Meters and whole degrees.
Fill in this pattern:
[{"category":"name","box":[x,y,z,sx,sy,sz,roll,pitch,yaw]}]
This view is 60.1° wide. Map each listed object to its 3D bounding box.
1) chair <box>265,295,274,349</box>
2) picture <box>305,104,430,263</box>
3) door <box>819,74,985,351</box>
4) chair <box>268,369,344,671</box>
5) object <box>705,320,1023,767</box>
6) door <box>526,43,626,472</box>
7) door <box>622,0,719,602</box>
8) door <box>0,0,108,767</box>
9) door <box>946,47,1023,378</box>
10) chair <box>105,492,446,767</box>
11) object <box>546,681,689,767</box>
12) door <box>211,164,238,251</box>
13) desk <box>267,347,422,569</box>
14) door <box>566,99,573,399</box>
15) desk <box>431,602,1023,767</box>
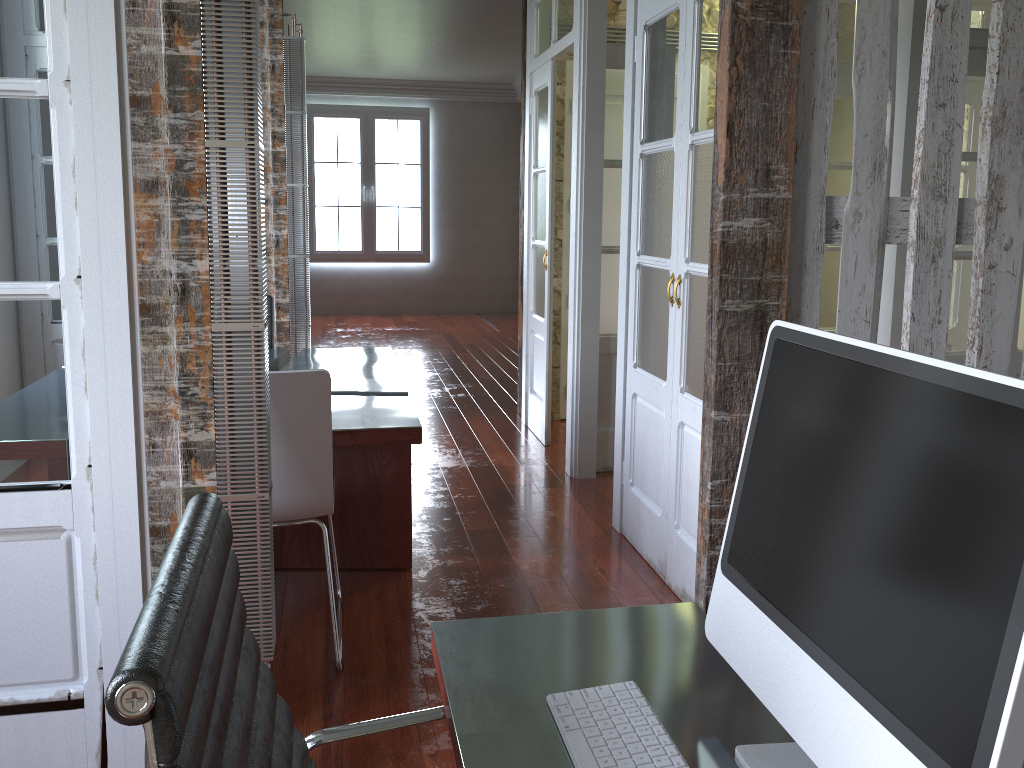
[{"category":"chair","box":[-1.378,0.053,4.266,0.475,0.912,0.606,-1,9,-11]},{"category":"picture","box":[-1.839,-2.546,11.335,1.580,1.973,0.128,-1,8,-11]},{"category":"door","box":[2.085,-0.617,4.886,1.077,2.070,0.041,-1,8,-11]},{"category":"chair","box":[-0.762,0.363,2.699,0.475,0.912,0.606,-1,9,-11]},{"category":"object","box":[0.368,0.202,0.904,0.189,0.481,0.488,-1,10,-11]},{"category":"door","box":[0.282,-0.692,4.915,0.483,2.165,1.194,-5,10,-36]},{"category":"door","box":[0.594,-0.341,3.109,0.041,2.163,1.066,-1,9,-11]},{"category":"door","box":[-1.458,-0.123,1.871,1.160,2.165,0.041,-1,8,-11]},{"category":"door","box":[2.261,-0.455,4.058,1.077,2.070,0.041,-1,8,-11]},{"category":"chair","box":[-0.045,0.652,0.969,0.699,1.015,0.671,0,9,-7]},{"category":"object","box":[0.142,0.432,0.919,0.118,0.017,0.442,-1,11,-11]},{"category":"door","box":[-2.052,-0.714,4.895,1.160,2.165,0.041,-1,8,-11]},{"category":"desk","box":[-1.166,0.314,3.593,1.445,0.649,1.727,-1,11,-11]},{"category":"door","box":[0.783,-0.878,5.744,0.869,2.201,0.146,-1,8,-11]},{"category":"desk","box":[1.228,0.807,0.989,2.507,0.722,1.311,-1,10,-11]}]
